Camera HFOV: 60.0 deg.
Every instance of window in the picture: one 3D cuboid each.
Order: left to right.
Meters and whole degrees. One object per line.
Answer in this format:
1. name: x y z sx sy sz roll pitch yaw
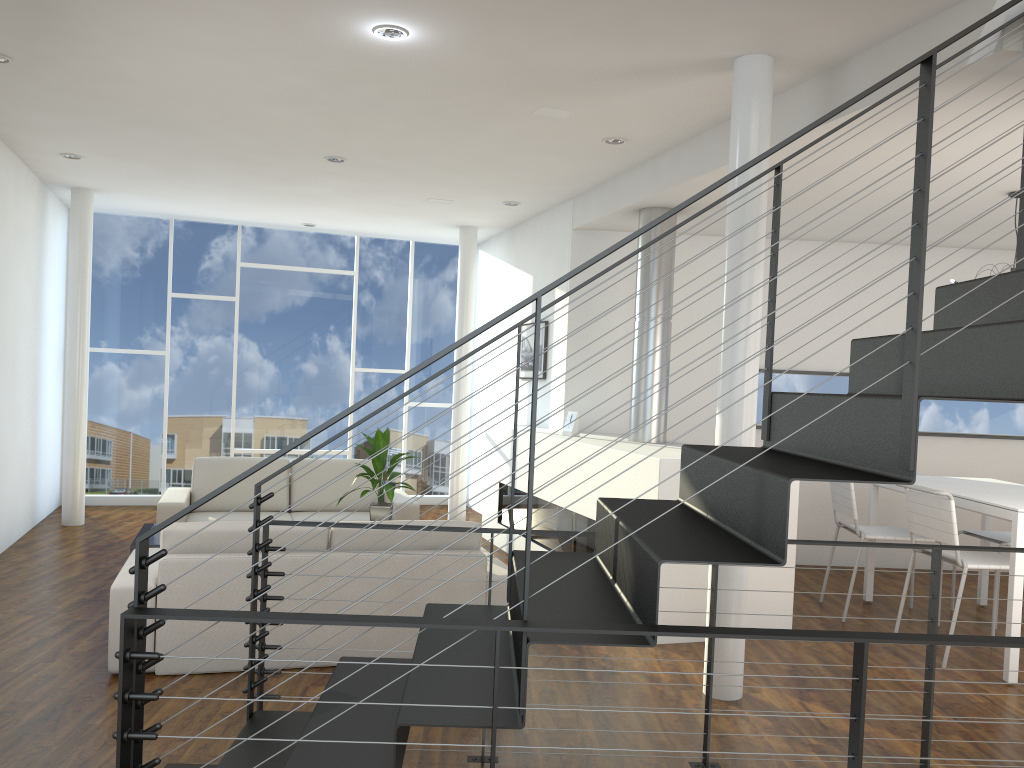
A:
1. window: -1.955 -1.727 7.713 3.416 5.638 0.090 2 2 -18
2. window: 2.638 0.143 6.110 2.024 0.408 0.165 2 1 -2

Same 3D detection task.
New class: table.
1. table: -1.195 0.958 4.876 1.609 0.284 0.661 2 0 -17
2. table: 2.386 0.885 4.352 0.700 0.720 1.399 2 0 -2

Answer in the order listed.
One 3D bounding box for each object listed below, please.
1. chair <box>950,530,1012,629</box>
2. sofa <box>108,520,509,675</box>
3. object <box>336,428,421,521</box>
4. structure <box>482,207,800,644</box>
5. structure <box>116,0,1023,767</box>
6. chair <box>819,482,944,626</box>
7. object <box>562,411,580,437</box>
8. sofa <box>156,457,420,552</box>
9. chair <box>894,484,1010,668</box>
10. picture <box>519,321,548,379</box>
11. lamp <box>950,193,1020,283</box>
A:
1. chair: 2.742 0.886 4.755 0.555 0.765 0.427 2 1 -7
2. sofa: -0.833 0.830 3.877 1.611 0.566 0.802 2 1 -17
3. object: -0.713 0.534 4.967 0.432 0.601 0.457 2 1 -33
4. structure: 0.603 0.079 5.405 0.750 2.207 2.748 2 1 -18
5. structure: 1.202 0.734 2.227 4.361 6.301 1.093 2 2 -2
6. chair: 1.952 0.852 4.748 0.555 0.765 0.428 3 1 4
7. object: 0.368 0.246 5.485 0.061 0.151 0.100 2 1 -31
8. sofa: -1.475 0.799 5.915 1.611 0.566 0.802 2 1 -17
9. chair: 2.088 0.859 4.067 0.555 0.765 0.427 2 1 -6
10. picture: 0.150 -0.245 6.567 0.020 0.415 0.575 2 1 -18
11. lamp: 2.480 -0.575 4.373 0.618 0.726 0.589 3 1 20
